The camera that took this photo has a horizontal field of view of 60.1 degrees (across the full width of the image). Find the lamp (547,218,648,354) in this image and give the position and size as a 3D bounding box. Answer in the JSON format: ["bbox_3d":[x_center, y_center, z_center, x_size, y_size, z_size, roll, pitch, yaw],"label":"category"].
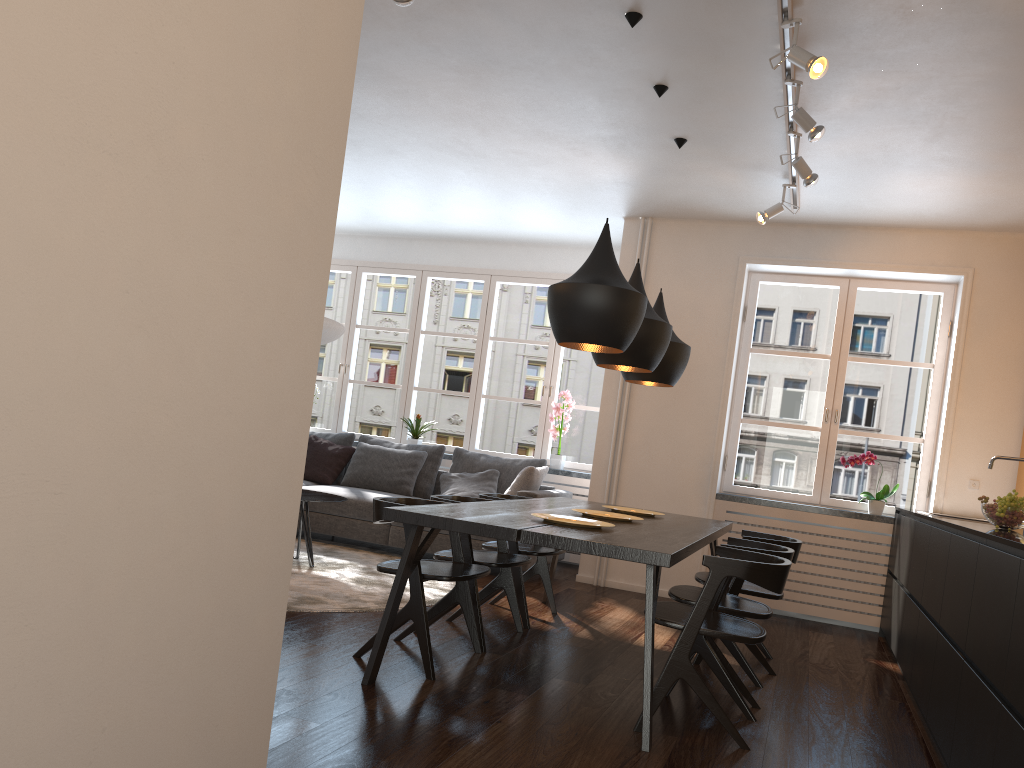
[{"bbox_3d":[0.360,-0.416,3.649,0.412,0.541,0.410,8,-1,-24],"label":"lamp"}]

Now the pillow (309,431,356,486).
[{"bbox_3d":[-1.836,0.624,7.882,0.834,0.478,0.276,6,-1,19],"label":"pillow"}]

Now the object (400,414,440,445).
[{"bbox_3d":[-0.848,0.435,8.043,0.376,0.328,0.322,8,-2,-6],"label":"object"}]

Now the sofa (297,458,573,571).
[{"bbox_3d":[-1.286,0.937,6.770,3.059,0.671,2.049,6,-4,19],"label":"sofa"}]

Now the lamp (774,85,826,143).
[{"bbox_3d":[1.302,-1.225,3.978,0.251,0.240,0.085,8,0,-15],"label":"lamp"}]

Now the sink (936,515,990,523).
[{"bbox_3d":[2.148,0.595,3.641,0.480,0.243,3.430,6,-4,18],"label":"sink"}]

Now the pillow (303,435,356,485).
[{"bbox_3d":[-1.649,0.657,7.653,0.519,0.403,0.312,7,-1,21],"label":"pillow"}]

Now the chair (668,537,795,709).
[{"bbox_3d":[0.964,1.045,4.001,0.518,0.671,0.595,7,-1,17],"label":"chair"}]

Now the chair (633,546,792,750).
[{"bbox_3d":[0.770,0.981,3.424,0.518,0.671,0.595,7,-1,18],"label":"chair"}]

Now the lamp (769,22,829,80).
[{"bbox_3d":[1.491,-0.468,2.812,0.089,1.846,1.827,7,-1,-37],"label":"lamp"}]

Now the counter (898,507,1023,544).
[{"bbox_3d":[2.143,0.607,3.503,0.730,0.002,5.085,6,-4,19],"label":"counter"}]

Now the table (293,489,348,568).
[{"bbox_3d":[-1.526,0.936,5.759,0.844,0.472,0.851,6,-3,21],"label":"table"}]

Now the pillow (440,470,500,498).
[{"bbox_3d":[-0.359,0.825,7.121,0.492,0.321,0.445,7,-2,1],"label":"pillow"}]

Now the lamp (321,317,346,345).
[{"bbox_3d":[-1.910,-0.410,6.146,1.477,0.210,1.466,10,-4,-34],"label":"lamp"}]

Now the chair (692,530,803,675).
[{"bbox_3d":[1.218,1.122,4.665,0.518,0.671,0.595,7,-1,15],"label":"chair"}]

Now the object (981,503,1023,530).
[{"bbox_3d":[2.121,0.573,3.781,0.219,0.097,0.218,9,-3,-24],"label":"object"}]

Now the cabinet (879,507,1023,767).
[{"bbox_3d":[2.084,1.053,3.507,0.730,0.898,5.088,7,-4,19],"label":"cabinet"}]

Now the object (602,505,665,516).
[{"bbox_3d":[0.680,0.716,4.967,0.354,0.016,0.357,6,-4,22],"label":"object"}]

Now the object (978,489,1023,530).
[{"bbox_3d":[2.109,0.533,3.774,0.177,0.173,0.240,7,-2,4],"label":"object"}]

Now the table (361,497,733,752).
[{"bbox_3d":[0.381,0.986,4.333,1.103,0.678,2.512,7,-4,19],"label":"table"}]

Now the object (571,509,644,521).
[{"bbox_3d":[0.467,0.646,4.334,0.356,0.016,0.356,7,-4,0],"label":"object"}]

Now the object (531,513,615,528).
[{"bbox_3d":[0.254,0.576,3.701,0.354,0.016,0.357,6,-4,22],"label":"object"}]

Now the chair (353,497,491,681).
[{"bbox_3d":[-0.376,0.861,3.863,0.518,0.671,0.595,7,-1,17],"label":"chair"}]

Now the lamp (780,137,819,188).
[{"bbox_3d":[1.499,-1.160,4.587,0.252,0.239,0.085,8,-1,-30],"label":"lamp"}]

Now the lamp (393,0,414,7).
[{"bbox_3d":[-0.387,-1.501,3.138,0.085,0.239,0.251,7,-2,1],"label":"lamp"}]

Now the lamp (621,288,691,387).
[{"bbox_3d":[0.805,-0.269,4.971,0.413,0.541,0.409,8,-1,-38],"label":"lamp"}]

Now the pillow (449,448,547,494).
[{"bbox_3d":[-0.161,0.805,7.310,0.834,0.477,0.276,6,-1,19],"label":"pillow"}]

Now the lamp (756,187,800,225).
[{"bbox_3d":[1.628,-1.086,5.413,0.250,0.240,0.085,7,0,6],"label":"lamp"}]

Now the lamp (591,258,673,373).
[{"bbox_3d":[0.583,-0.343,4.310,0.411,0.541,0.411,8,-1,-5],"label":"lamp"}]

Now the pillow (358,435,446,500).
[{"bbox_3d":[-1.015,0.711,7.613,0.837,0.475,0.278,6,-1,19],"label":"pillow"}]

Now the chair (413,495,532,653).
[{"bbox_3d":[-0.181,0.925,4.443,0.518,0.671,0.595,7,-1,20],"label":"chair"}]

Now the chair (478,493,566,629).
[{"bbox_3d":[0.032,0.996,5.092,0.518,0.671,0.595,7,-1,18],"label":"chair"}]

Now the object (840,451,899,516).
[{"bbox_3d":[2.475,0.683,6.153,0.406,0.437,0.229,8,0,-5],"label":"object"}]

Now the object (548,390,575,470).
[{"bbox_3d":[0.410,0.390,7.632,0.201,0.690,0.297,7,0,-2],"label":"object"}]

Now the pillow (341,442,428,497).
[{"bbox_3d":[-1.077,0.720,7.483,0.665,0.397,0.293,7,-1,19],"label":"pillow"}]

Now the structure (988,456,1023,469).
[{"bbox_3d":[2.739,0.592,4.853,0.264,0.385,0.110,7,0,35],"label":"structure"}]

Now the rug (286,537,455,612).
[{"bbox_3d":[-1.709,1.142,5.711,2.837,0.012,2.842,8,-4,-1],"label":"rug"}]

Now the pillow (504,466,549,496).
[{"bbox_3d":[0.072,0.815,6.745,0.286,0.414,0.496,7,-2,18],"label":"pillow"}]
